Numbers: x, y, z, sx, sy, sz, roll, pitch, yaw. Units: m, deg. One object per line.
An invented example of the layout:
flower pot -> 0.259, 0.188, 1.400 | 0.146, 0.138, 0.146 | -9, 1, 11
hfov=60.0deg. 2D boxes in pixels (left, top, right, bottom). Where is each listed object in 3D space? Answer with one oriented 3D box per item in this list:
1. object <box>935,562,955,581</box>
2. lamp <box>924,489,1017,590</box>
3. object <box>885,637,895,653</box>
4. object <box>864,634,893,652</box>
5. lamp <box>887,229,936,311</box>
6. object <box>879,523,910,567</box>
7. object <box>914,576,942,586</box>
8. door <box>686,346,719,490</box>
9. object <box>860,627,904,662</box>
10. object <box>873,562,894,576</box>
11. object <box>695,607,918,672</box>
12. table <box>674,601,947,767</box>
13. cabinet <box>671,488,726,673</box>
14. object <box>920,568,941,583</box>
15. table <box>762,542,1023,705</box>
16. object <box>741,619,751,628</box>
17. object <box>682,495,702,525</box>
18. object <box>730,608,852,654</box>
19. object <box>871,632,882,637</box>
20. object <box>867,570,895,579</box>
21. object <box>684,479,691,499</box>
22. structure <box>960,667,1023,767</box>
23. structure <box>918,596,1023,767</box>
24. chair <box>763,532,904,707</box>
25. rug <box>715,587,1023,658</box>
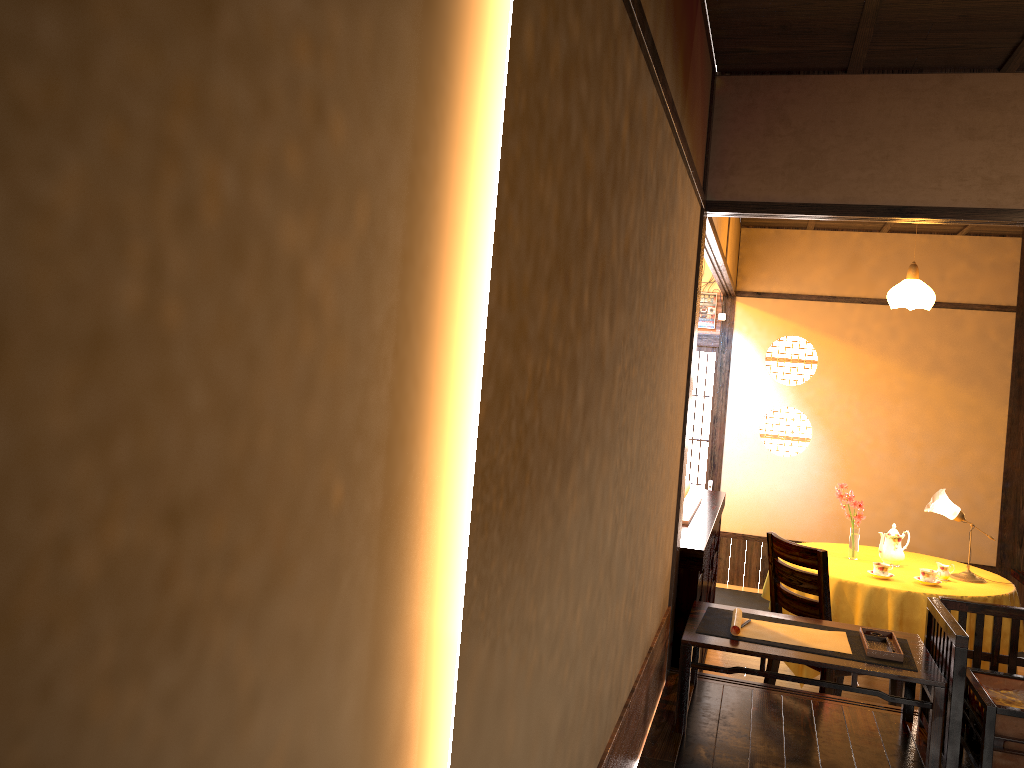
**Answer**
object -> 2.458, 1.064, 5.048 | 0.083, 0.098, 0.078 | 5, 0, -15
lamp -> 2.625, 1.219, 5.112 | 0.512, 1.203, 0.197 | 5, 0, 16
object -> 1.408, 0.972, 3.301 | 0.012, 0.012, 0.180 | 5, 1, 16
object -> 1.347, 0.965, 3.264 | 0.082, 0.019, 0.200 | 5, 1, 17
lamp -> 2.427, -0.851, 5.334 | 0.250, 0.810, 0.276 | 5, 0, 38
object -> 2.302, 0.967, 5.348 | 0.164, 0.253, 0.153 | 5, 0, 29
object -> 2.292, 1.091, 4.889 | 0.144, 0.024, 0.144 | 4, 1, -24
door -> 0.436, 0.568, 7.998 | 2.650, 2.001, 0.066 | 5, 0, 16
object -> 1.372, 0.967, 3.299 | 0.121, 0.028, 0.295 | 5, 1, 17
object -> 2.066, 1.039, 4.953 | 0.099, 0.076, 0.090 | 5, 1, 41
object -> 1.108, 0.959, 3.373 | 0.761, 0.003, 0.405 | 5, 1, 19
table -> 1.103, 1.129, 3.369 | 0.881, 0.336, 0.600 | 5, 1, 16
cabinet -> 0.871, 1.193, 5.007 | 0.489, 0.971, 2.185 | 5, 1, 16
object -> 2.295, 1.059, 4.885 | 0.090, 0.076, 0.099 | 5, 1, 1
table -> 2.235, 1.437, 5.303 | 1.445, 0.695, 1.442 | 5, 1, 16
object -> 0.909, 0.933, 3.452 | 0.012, 0.010, 0.141 | 5, 1, 31
object -> 0.911, 0.699, 5.042 | 0.267, 0.020, 0.997 | 5, 1, 16
object -> 1.056, 0.934, 3.375 | 0.430, 0.038, 0.275 | 5, 1, 16
object -> 1.391, 0.965, 3.384 | 0.040, 0.021, 0.040 | 4, 1, -21
object -> 2.060, 1.071, 4.956 | 0.144, 0.024, 0.144 | 4, 1, -24
object -> 0.968, 0.501, 5.167 | 0.189, 0.378, 0.321 | 5, 0, 25
structure -> 1.895, 1.221, 2.995 | 0.666, 0.300, 0.452 | 5, 1, 16
structure -> 2.120, 1.138, 3.083 | 1.198, 0.499, 0.597 | 5, 1, 16
chair -> 1.600, 1.273, 4.480 | 0.577, 0.960, 0.491 | 5, 0, -19
rug -> 2.209, 1.747, 6.765 | 2.956, 0.005, 0.901 | 5, 1, 16
